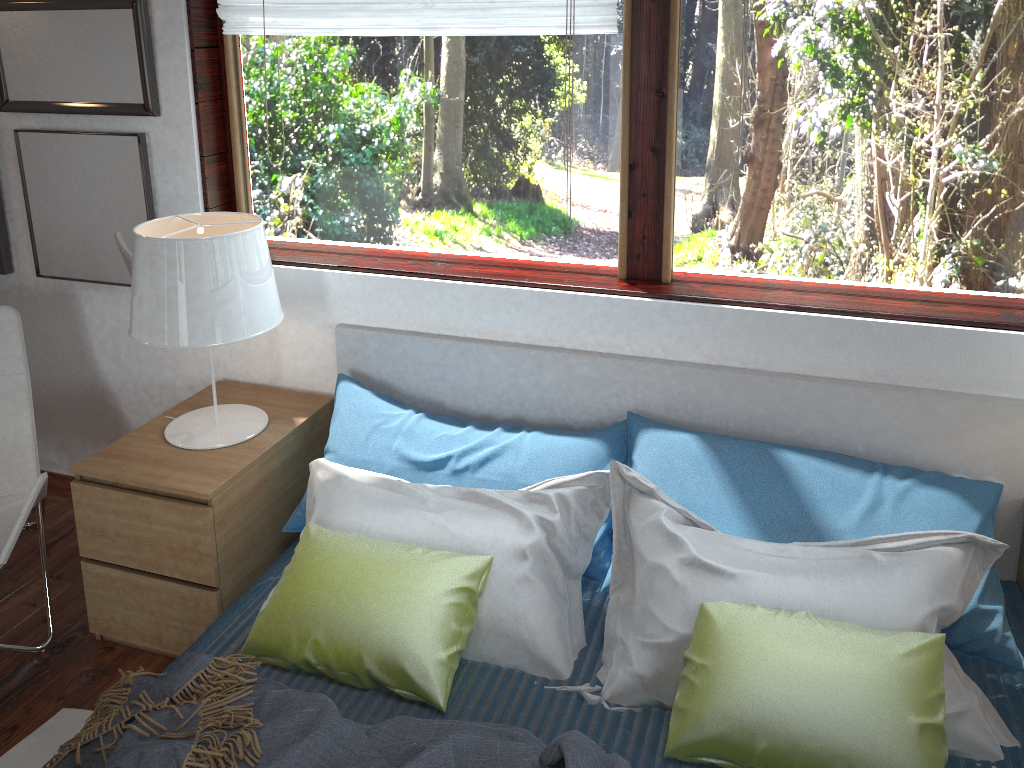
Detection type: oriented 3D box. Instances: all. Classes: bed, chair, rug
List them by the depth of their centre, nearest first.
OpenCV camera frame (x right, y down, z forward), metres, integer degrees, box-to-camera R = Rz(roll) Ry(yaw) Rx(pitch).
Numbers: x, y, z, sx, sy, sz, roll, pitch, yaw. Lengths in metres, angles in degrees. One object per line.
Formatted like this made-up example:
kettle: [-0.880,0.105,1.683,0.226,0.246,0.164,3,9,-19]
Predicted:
rug: [-0.117,1.280,0.876,2.724,0.047,1.885,7,23,17]
bed: [0.024,0.769,1.251,2.149,0.735,2.695,7,23,18]
chair: [-1.631,0.273,2.401,0.702,0.763,0.833,-7,19,-20]

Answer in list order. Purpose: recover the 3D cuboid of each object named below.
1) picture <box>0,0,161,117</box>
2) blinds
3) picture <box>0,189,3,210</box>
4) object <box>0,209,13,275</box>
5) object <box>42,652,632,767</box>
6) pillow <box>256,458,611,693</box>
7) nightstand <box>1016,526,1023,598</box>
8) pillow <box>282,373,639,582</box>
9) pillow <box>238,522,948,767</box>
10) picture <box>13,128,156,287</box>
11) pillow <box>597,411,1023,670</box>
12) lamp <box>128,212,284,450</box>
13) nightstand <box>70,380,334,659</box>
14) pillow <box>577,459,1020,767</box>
picture: [-1.382,-1.021,2.719,0.629,0.348,0.043,7,15,18]
blinds: [-0.302,-1.218,2.420,1.241,0.475,0.056,7,15,18]
picture: [-1.841,-0.705,2.959,0.223,0.216,0.042,6,15,19]
object: [-1.838,-0.497,3.012,0.223,0.216,0.042,6,15,19]
object: [0.042,0.785,1.274,2.148,0.389,0.654,11,23,27]
pillow: [-0.189,0.380,2.041,0.875,0.344,0.495,5,20,14]
nightstand: [1.331,0.657,1.789,0.430,0.517,0.636,5,19,18]
pillow: [-0.133,0.225,2.334,0.915,0.315,0.363,6,19,16]
pillow: [0.119,0.516,1.740,1.385,0.210,0.325,7,21,18]
picture: [-1.371,-0.567,2.821,0.507,0.484,0.044,6,15,19]
pillow: [0.684,0.335,2.062,0.924,0.305,0.383,6,20,16]
lamp: [-0.836,-0.154,2.405,0.407,0.564,0.424,4,17,15]
nightstand: [-0.836,0.381,2.512,0.430,0.517,0.636,5,19,18]
pillow: [0.578,0.446,1.765,0.854,0.375,0.377,4,18,13]
